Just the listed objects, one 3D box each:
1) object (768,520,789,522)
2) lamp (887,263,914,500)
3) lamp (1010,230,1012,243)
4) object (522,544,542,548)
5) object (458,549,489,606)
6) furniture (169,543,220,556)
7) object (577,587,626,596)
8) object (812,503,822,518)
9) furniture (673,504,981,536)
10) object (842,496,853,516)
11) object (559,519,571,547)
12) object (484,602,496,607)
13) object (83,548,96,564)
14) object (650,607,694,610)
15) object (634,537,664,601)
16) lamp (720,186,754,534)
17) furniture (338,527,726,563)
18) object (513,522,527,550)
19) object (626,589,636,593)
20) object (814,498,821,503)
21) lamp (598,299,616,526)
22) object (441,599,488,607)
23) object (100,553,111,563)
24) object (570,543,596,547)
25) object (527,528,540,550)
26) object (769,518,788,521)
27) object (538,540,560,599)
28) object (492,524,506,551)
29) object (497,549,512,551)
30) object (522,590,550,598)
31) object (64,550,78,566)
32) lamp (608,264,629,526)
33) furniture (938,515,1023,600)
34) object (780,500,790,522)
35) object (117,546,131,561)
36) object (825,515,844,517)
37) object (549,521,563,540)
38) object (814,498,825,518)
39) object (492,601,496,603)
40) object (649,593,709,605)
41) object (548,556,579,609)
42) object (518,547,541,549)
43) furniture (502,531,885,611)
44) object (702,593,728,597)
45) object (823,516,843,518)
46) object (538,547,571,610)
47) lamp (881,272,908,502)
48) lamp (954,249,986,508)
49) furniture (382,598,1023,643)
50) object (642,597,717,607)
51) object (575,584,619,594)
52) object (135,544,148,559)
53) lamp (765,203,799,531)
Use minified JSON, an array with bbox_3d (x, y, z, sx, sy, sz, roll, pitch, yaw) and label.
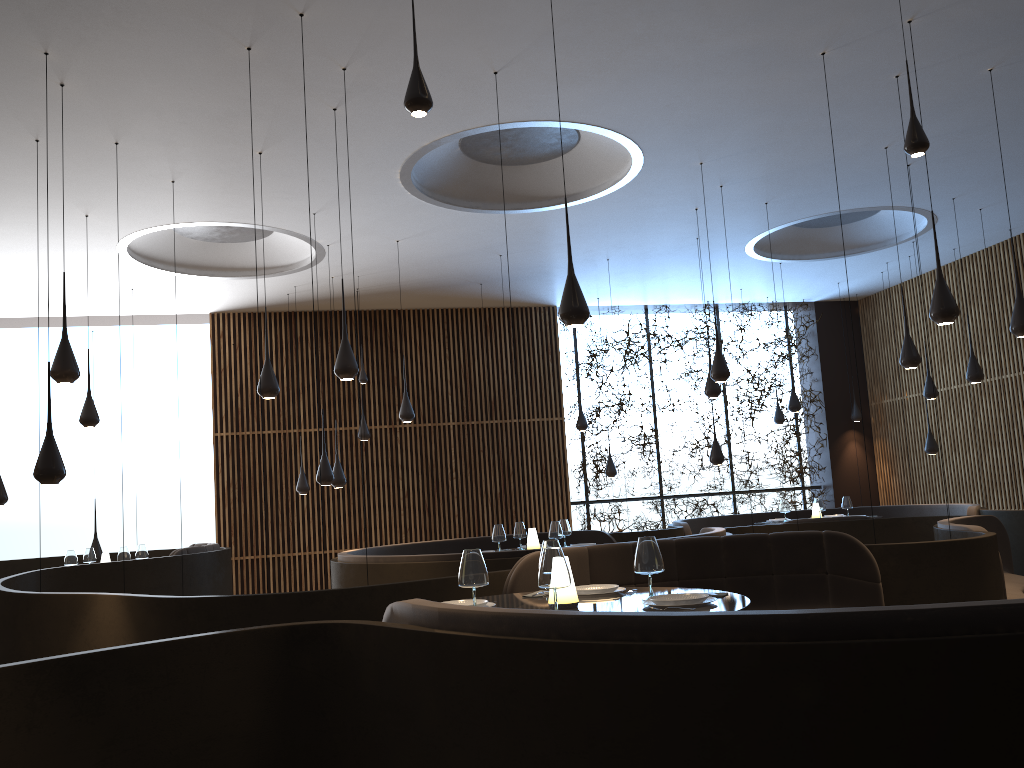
[{"bbox_3d":[3.762,1.929,12.501,0.332,0.014,0.333,-2,-8,-14],"label":"object"},{"bbox_3d":[5.925,1.256,13.192,0.196,6.258,0.196,-4,-6,3],"label":"lamp"},{"bbox_3d":[7.010,0.996,11.783,0.196,6.258,0.196,-5,-6,13],"label":"lamp"},{"bbox_3d":[0.219,1.747,9.517,0.263,0.029,0.264,4,-11,-45],"label":"object"},{"bbox_3d":[-0.177,0.910,4.072,0.142,0.294,0.142,-9,-8,38],"label":"object"},{"bbox_3d":[-3.937,2.461,10.538,0.931,1.057,2.540,-2,-8,-16],"label":"furniture"},{"bbox_3d":[0.427,1.082,4.615,0.332,0.014,0.332,-7,-8,22],"label":"object"},{"bbox_3d":[4.198,1.757,12.226,0.144,0.231,0.143,0,-8,-31],"label":"object"},{"bbox_3d":[4.201,2.255,11.914,3.791,1.044,3.894,2,-9,-35],"label":"furniture"},{"bbox_3d":[4.599,1.691,12.161,0.142,0.294,0.142,-8,-8,31],"label":"object"},{"bbox_3d":[0.547,1.559,9.236,0.142,0.294,0.142,-5,-7,9],"label":"object"},{"bbox_3d":[-0.244,1.080,4.276,0.332,0.014,0.333,-2,-8,-10],"label":"object"},{"bbox_3d":[-4.940,2.068,10.367,0.142,0.294,0.142,1,-8,-38],"label":"object"},{"bbox_3d":[0.744,0.972,3.944,0.204,0.012,0.411,-6,-8,20],"label":"object"},{"bbox_3d":[0.645,0.870,4.176,0.142,0.294,0.142,-8,-8,34],"label":"object"},{"bbox_3d":[2.478,0.956,9.309,0.196,6.258,0.196,-6,-7,23],"label":"lamp"},{"bbox_3d":[0.190,2.140,8.948,3.791,1.115,3.891,2,-9,-36],"label":"furniture"},{"bbox_3d":[0.085,1.603,9.335,0.142,0.294,0.142,3,-9,-45],"label":"object"},{"bbox_3d":[0.432,1.083,4.614,0.411,0.012,0.205,-6,-8,18],"label":"object"},{"bbox_3d":[4.341,1.761,12.554,0.142,0.294,0.142,-2,-7,-12],"label":"object"},{"bbox_3d":[1.632,1.692,14.356,0.196,6.258,0.196,-5,-6,13],"label":"lamp"},{"bbox_3d":[-0.245,1.070,4.277,0.263,0.029,0.264,-3,-8,-7],"label":"object"},{"bbox_3d":[-4.629,2.042,10.098,0.142,0.231,0.145,-5,-7,9],"label":"object"},{"bbox_3d":[0.728,1.653,9.068,0.263,0.029,0.264,-1,-8,-16],"label":"object"},{"bbox_3d":[0.211,1.580,9.000,0.144,0.231,0.143,-4,-7,4],"label":"object"},{"bbox_3d":[3.762,1.920,12.502,0.263,0.029,0.263,-7,-8,24],"label":"object"},{"bbox_3d":[0.207,0.947,4.532,0.142,0.294,0.142,-2,-7,-12],"label":"object"},{"bbox_3d":[-0.128,1.538,8.754,0.142,0.294,0.142,-9,-8,39],"label":"object"},{"bbox_3d":[-0.080,1.778,9.480,0.126,0.017,0.263,-2,-8,-10],"label":"object"},{"bbox_3d":[0.157,1.124,4.746,0.126,0.017,0.262,-7,-8,22],"label":"object"},{"bbox_3d":[-4.922,2.003,9.896,0.142,0.294,0.142,-2,-7,-15],"label":"object"},{"bbox_3d":[1.536,1.379,11.988,0.196,6.258,0.196,-8,-7,33],"label":"lamp"},{"bbox_3d":[4.190,1.681,7.581,0.901,1.044,2.535,-8,-8,30],"label":"furniture"},{"bbox_3d":[3.782,1.761,12.286,0.142,0.294,0.142,-2,-7,-17],"label":"object"},{"bbox_3d":[-4.306,1.956,9.840,0.142,0.294,0.142,-3,-7,-9],"label":"object"},{"bbox_3d":[4.576,1.879,12.593,0.263,0.029,0.264,-1,-8,-20],"label":"object"},{"bbox_3d":[0.430,1.488,8.652,0.142,0.294,0.142,2,-9,-41],"label":"object"},{"bbox_3d":[4.105,1.677,11.823,0.142,0.294,0.142,-2,-7,-19],"label":"object"},{"bbox_3d":[-0.243,1.081,4.280,0.204,0.012,0.411,-7,-8,23],"label":"object"},{"bbox_3d":[0.745,0.962,3.950,0.263,0.029,0.264,0,-9,-27],"label":"object"},{"bbox_3d":[0.233,0.920,4.113,0.142,0.231,0.145,1,-8,-37],"label":"object"},{"bbox_3d":[0.220,1.756,9.516,0.332,0.014,0.333,-3,-8,-4],"label":"object"},{"bbox_3d":[1.198,1.542,5.706,2.530,1.057,0.934,-3,-7,-6],"label":"furniture"},{"bbox_3d":[0.887,1.005,4.214,0.262,0.017,0.127,-7,-8,24],"label":"object"},{"bbox_3d":[4.577,1.888,12.592,0.332,0.014,0.333,-2,-8,-14],"label":"object"},{"bbox_3d":[0.181,0.845,3.766,0.142,0.294,0.142,-4,-6,6],"label":"object"},{"bbox_3d":[6.096,1.325,13.783,0.196,6.258,0.196,-1,-7,-26],"label":"lamp"},{"bbox_3d":[6.664,1.132,12.623,0.196,6.258,0.196,-4,-6,3],"label":"lamp"},{"bbox_3d":[1.585,1.236,3.353,3.933,1.044,1.987,-2,-8,-15],"label":"furniture"},{"bbox_3d":[0.745,0.971,3.949,0.332,0.014,0.332,-11,-11,43],"label":"object"},{"bbox_3d":[0.426,1.072,4.616,0.263,0.029,0.263,-7,-8,26],"label":"object"},{"bbox_3d":[-4.343,2.034,10.404,0.142,0.294,0.142,2,-9,-44],"label":"object"},{"bbox_3d":[3.163,1.003,9.986,0.196,6.258,0.196,-6,-7,23],"label":"lamp"}]
